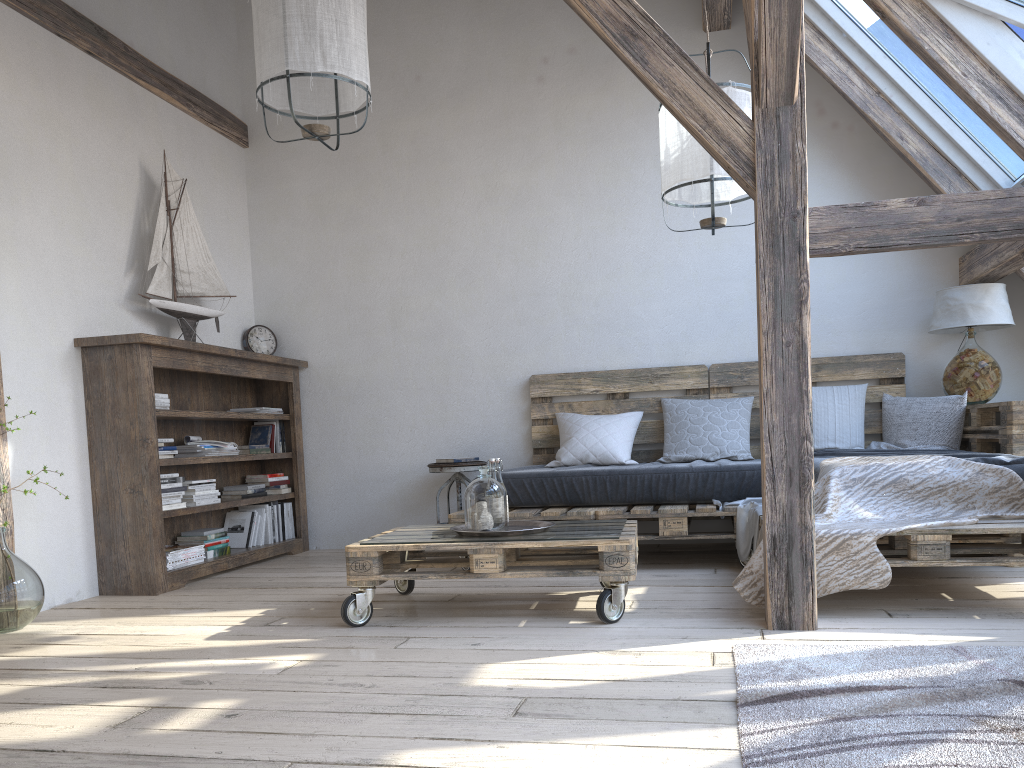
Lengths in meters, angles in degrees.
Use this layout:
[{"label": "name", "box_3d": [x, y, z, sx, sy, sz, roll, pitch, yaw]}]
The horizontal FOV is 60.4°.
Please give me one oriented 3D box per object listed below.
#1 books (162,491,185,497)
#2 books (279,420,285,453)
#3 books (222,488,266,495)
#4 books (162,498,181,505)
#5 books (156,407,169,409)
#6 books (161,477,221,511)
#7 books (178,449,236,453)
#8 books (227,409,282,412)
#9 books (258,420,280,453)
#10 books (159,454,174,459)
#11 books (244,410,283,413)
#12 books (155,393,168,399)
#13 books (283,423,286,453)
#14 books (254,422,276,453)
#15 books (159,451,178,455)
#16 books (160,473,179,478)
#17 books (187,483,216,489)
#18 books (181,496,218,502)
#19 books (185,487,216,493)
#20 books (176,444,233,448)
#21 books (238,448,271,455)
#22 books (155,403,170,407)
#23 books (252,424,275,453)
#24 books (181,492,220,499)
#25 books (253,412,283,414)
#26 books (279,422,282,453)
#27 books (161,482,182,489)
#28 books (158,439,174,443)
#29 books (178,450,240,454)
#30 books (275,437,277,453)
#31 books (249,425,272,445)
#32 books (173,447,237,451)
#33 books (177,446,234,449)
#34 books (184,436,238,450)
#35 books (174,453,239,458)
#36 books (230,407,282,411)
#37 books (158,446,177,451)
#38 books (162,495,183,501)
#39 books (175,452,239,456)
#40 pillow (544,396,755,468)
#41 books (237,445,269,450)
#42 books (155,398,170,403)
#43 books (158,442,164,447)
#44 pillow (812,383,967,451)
[{"label": "books", "box_3d": [-1.702, 0.530, 4.205, 0.157, 0.017, 0.219, -4, -4, 18]}, {"label": "books", "box_3d": [-1.464, 0.325, 5.401, 0.136, 0.202, 0.020, -2, 3, 13]}, {"label": "books", "box_3d": [-1.536, 0.616, 5.048, 0.160, 0.023, 0.211, -3, -4, 13]}, {"label": "books", "box_3d": [-1.719, 0.569, 4.217, 0.157, 0.021, 0.218, -3, -4, 13]}, {"label": "books", "box_3d": [-1.759, 0.120, 4.183, 0.157, 0.017, 0.219, -3, -4, 8]}, {"label": "books", "box_3d": [-1.689, 0.538, 4.376, 0.206, 0.152, 0.548, -3, -3, 12]}, {"label": "books", "box_3d": [-1.620, 0.350, 4.614, 0.205, 0.009, 0.257, -5, -4, 29]}, {"label": "books", "box_3d": [-1.517, 0.160, 5.194, 0.205, 0.009, 0.257, -4, -4, 19]}, {"label": "books", "box_3d": [-1.480, 0.323, 5.364, 0.135, 0.202, 0.020, -2, 3, 13]}, {"label": "books", "box_3d": [-1.736, 0.352, 4.229, 0.139, 0.020, 0.184, -3, -4, 8]}, {"label": "books", "box_3d": [-1.501, 0.170, 5.227, 0.205, 0.009, 0.258, -3, -4, 4]}, {"label": "books", "box_3d": [-1.768, 0.059, 4.179, 0.157, 0.021, 0.218, -3, -4, 13]}, {"label": "books", "box_3d": [-1.466, 0.334, 5.431, 0.139, 0.186, 0.020, -2, 3, 13]}, {"label": "books", "box_3d": [-1.495, 0.324, 5.312, 0.139, 0.192, 0.050, -2, 3, 12]}, {"label": "books", "box_3d": [-1.739, 0.333, 4.224, 0.157, 0.017, 0.219, -3, -4, 13]}, {"label": "books", "box_3d": [-1.707, 0.442, 4.202, 0.139, 0.018, 0.184, -3, -4, 13]}, {"label": "books", "box_3d": [-1.662, 0.529, 4.537, 0.157, 0.017, 0.219, -4, -4, 18]}, {"label": "books", "box_3d": [-1.642, 0.591, 4.517, 0.157, 0.017, 0.219, -3, -4, 13]}, {"label": "books", "box_3d": [-1.636, 0.544, 4.524, 0.139, 0.018, 0.184, -3, -4, 13]}, {"label": "books", "box_3d": [-1.633, 0.325, 4.613, 0.205, 0.009, 0.257, -4, -4, 24]}, {"label": "books", "box_3d": [-1.532, 0.394, 5.115, 0.162, 0.030, 0.218, -3, -4, 16]}, {"label": "books", "box_3d": [-1.741, 0.101, 4.178, 0.139, 0.018, 0.184, -3, -4, 13]}, {"label": "books", "box_3d": [-1.496, 0.331, 5.287, 0.139, 0.177, 0.059, -2, 3, 12]}, {"label": "books", "box_3d": [-1.637, 0.574, 4.533, 0.157, 0.017, 0.219, -4, -4, 18]}, {"label": "books", "box_3d": [-1.503, 0.178, 5.213, 0.205, 0.009, 0.258, -3, -4, 7]}, {"label": "books", "box_3d": [-1.477, 0.331, 5.384, 0.139, 0.186, 0.020, -2, 3, 13]}, {"label": "books", "box_3d": [-1.708, 0.490, 4.213, 0.157, 0.021, 0.218, -3, -4, 8]}, {"label": "books", "box_3d": [-1.740, 0.275, 4.225, 0.139, 0.018, 0.184, -3, -4, 13]}, {"label": "books", "box_3d": [-1.599, 0.360, 4.644, 0.205, 0.009, 0.257, -3, -4, 14]}, {"label": "books", "box_3d": [-1.490, 0.336, 5.345, 0.117, 0.173, 0.018, -2, 3, 13]}, {"label": "books", "box_3d": [-1.506, 0.332, 5.256, 0.131, 0.173, 0.081, -2, 2, 13]}, {"label": "books", "box_3d": [-1.612, 0.342, 4.623, 0.205, 0.009, 0.257, -4, -4, 19]}, {"label": "books", "box_3d": [-1.626, 0.334, 4.617, 0.205, 0.009, 0.257, -4, -4, 19]}, {"label": "books", "box_3d": [-1.590, 0.315, 4.661, 0.221, 0.088, 0.261, -2, -3, -7]}, {"label": "books", "box_3d": [-1.604, 0.376, 4.623, 0.205, 0.009, 0.257, -4, -4, 21]}, {"label": "books", "box_3d": [-1.511, 0.151, 5.205, 0.205, 0.009, 0.258, -3, -4, 9]}, {"label": "books", "box_3d": [-1.741, 0.313, 4.215, 0.147, 0.020, 0.208, -4, -4, 28]}, {"label": "books", "box_3d": [-1.714, 0.550, 4.220, 0.157, 0.017, 0.219, -3, -4, 13]}, {"label": "books", "box_3d": [-1.603, 0.368, 4.631, 0.205, 0.009, 0.257, -4, -4, 17]}, {"label": "pillow", "box_3d": [0.747, 0.252, 4.784, 1.131, 0.357, 0.349, -3, 0, 13]}, {"label": "books", "box_3d": [-1.530, 0.367, 5.105, 0.150, 0.021, 0.204, -4, -4, 17]}, {"label": "books", "box_3d": [-1.760, 0.081, 4.179, 0.157, 0.021, 0.218, -3, -4, 13]}, {"label": "books", "box_3d": [-1.738, 0.293, 4.220, 0.132, 0.021, 0.199, -1, -4, -21]}, {"label": "pillow", "box_3d": [1.825, 0.176, 4.567, 0.970, 0.401, 0.385, -4, -1, 29]}]
